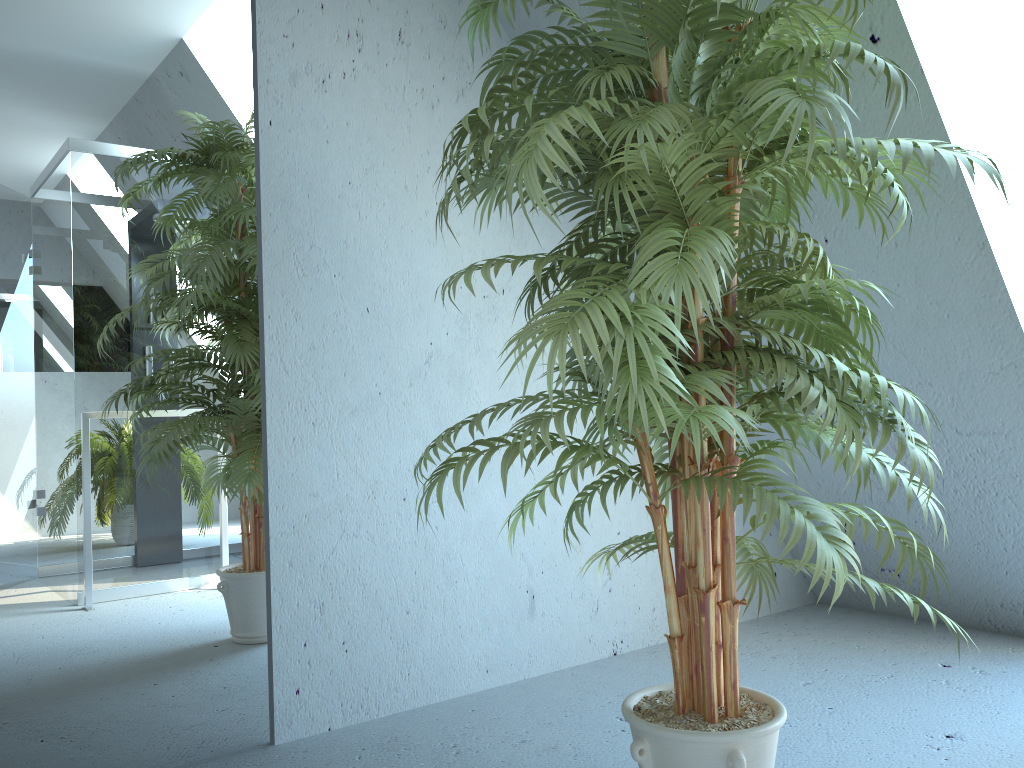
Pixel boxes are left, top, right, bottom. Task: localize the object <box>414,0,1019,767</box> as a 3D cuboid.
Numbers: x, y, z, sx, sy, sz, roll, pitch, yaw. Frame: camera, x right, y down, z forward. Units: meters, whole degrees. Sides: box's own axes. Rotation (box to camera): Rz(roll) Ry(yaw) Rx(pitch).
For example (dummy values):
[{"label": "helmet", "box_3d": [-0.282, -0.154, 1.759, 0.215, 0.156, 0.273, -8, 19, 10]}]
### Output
[{"label": "object", "box_3d": [0.321, -0.190, 1.599, 0.980, 2.034, 1.020, -2, -2, 11]}]
